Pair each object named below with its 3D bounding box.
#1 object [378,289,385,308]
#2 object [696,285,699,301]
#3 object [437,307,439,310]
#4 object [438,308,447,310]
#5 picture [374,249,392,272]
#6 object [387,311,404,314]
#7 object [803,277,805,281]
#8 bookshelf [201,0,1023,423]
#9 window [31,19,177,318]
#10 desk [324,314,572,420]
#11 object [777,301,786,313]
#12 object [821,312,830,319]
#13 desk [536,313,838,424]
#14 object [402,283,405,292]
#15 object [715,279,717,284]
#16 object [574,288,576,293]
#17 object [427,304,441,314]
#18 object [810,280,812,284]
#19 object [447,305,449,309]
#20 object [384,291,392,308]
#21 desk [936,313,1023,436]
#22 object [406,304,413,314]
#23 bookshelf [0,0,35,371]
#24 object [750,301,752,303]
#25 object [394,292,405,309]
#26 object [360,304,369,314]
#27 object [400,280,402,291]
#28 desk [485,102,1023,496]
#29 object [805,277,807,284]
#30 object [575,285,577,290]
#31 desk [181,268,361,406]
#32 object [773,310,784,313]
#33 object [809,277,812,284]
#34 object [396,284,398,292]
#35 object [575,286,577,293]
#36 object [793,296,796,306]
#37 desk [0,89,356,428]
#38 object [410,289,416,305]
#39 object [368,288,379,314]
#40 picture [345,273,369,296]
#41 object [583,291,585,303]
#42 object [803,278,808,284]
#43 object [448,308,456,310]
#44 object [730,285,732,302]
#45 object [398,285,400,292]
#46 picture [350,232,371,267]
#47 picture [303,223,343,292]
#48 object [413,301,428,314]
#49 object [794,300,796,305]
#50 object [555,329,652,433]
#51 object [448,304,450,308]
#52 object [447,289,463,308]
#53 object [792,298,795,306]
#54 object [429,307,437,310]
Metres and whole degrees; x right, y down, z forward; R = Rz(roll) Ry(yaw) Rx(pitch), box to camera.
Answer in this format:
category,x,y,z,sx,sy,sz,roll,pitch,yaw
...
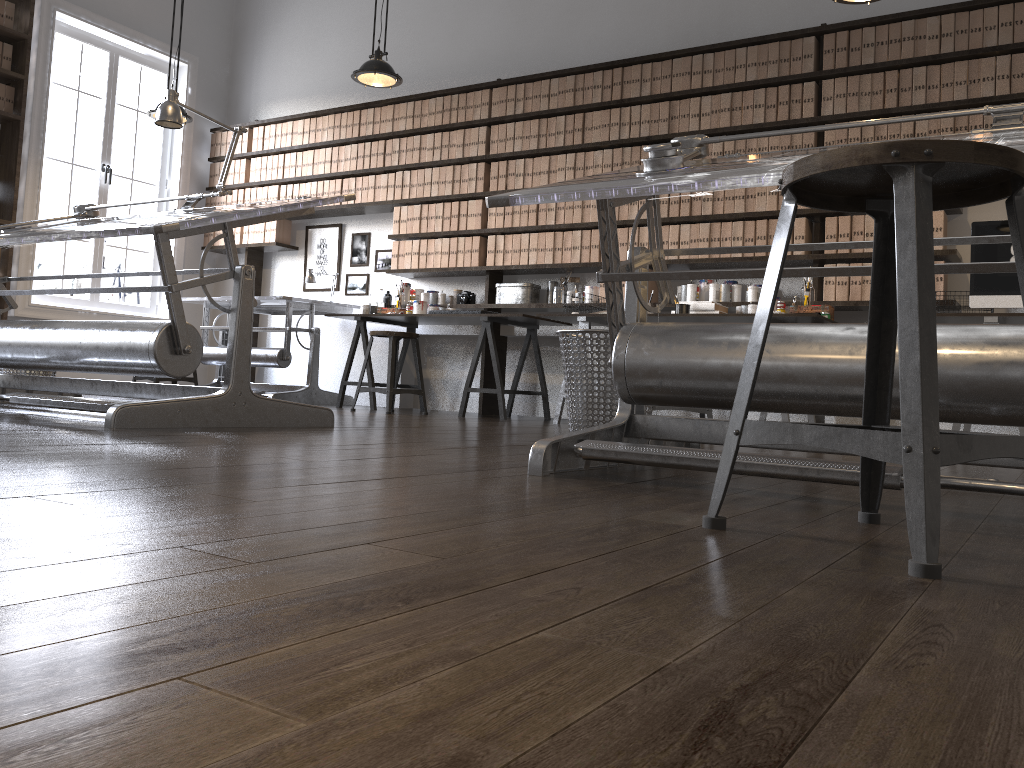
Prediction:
category,x,y,z,sx,sy,sz,roll,pitch,yaw
object,-0.995,-0.601,6.673,0.069,0.238,0.068,1,-4,29
object,1.166,-0.566,5.634,0.045,0.128,0.044,1,-4,32
object,-0.541,-0.508,6.479,0.045,0.101,0.044,1,-3,32
object,-0.505,-0.506,6.434,0.062,0.094,0.063,3,-3,-9
picture,-1.019,-1.007,7.233,0.251,0.184,0.023,2,-3,32
object,-0.847,-0.499,6.357,0.132,0.051,0.197,4,-1,-29
object,1.661,-0.547,5.022,0.055,0.215,0.007,0,-4,39
bookshelf,1.130,-0.593,5.761,9.182,3.217,0.372,3,-3,32
window,-3.421,-1.731,7.416,0.153,2.316,1.241,1,-3,32
desk,-0.486,-0.122,6.175,1.669,0.671,0.654,2,-2,32
object,1.533,-0.414,5.044,0.049,0.112,0.049,1,-4,35
object,1.717,-0.372,4.848,0.049,0.037,0.049,2,-2,36
desk,1.009,-0.050,5.237,1.669,0.671,0.654,2,-2,32
object,-0.823,-0.660,6.587,0.055,0.193,0.006,1,-4,31
object,1.286,-0.585,5.568,0.029,0.169,0.004,5,-4,-36
object,0.439,-0.602,6.042,0.035,0.103,0.004,1,-4,28
object,-0.577,-0.522,6.539,0.095,0.128,0.093,1,-3,36
object,1.682,-0.515,5.007,0.005,0.148,0.033,4,-3,-15
object,-0.483,-0.525,6.505,0.036,0.118,0.005,1,-4,26
object,-0.950,-0.594,6.745,0.069,0.230,0.068,1,-4,29
desk,2.823,0.037,4.100,1.669,0.671,0.654,2,-2,32
object,-0.751,-0.524,6.476,0.049,0.112,0.049,1,-3,29
bookshelf,-4.572,-1.155,5.729,0.413,3.734,2.466,1,-3,32
object,1.439,-0.432,5.306,0.029,0.134,0.004,1,-4,36
object,-0.725,-0.624,6.668,0.344,0.146,0.077,4,-3,-35
object,-1.102,-0.541,6.635,0.068,0.105,0.068,1,-3,37
object,-0.834,-0.667,6.577,0.007,0.215,0.055,4,-4,-23
desk,1.093,-0.436,1.954,2.070,1.391,1.073,2,-2,32
object,1.674,-0.535,5.028,0.006,0.183,0.053,4,-3,-15
object,0.448,-0.613,6.061,0.041,0.125,0.008,2,-4,21
desk,-1.875,-0.408,7.030,1.269,1.101,1.068,2,-2,32
object,1.467,-0.387,4.906,0.197,0.051,0.132,3,-1,3
object,1.675,-0.534,5.009,0.008,0.187,0.071,4,-3,-16
object,-0.842,-0.655,6.593,0.071,0.187,0.008,1,-4,33
object,0.441,-0.606,6.059,0.028,0.127,0.004,1,-4,30
object,1.609,-0.432,5.069,0.033,0.148,0.005,1,-4,31
desk,-1.747,-0.573,3.735,2.281,1.391,1.073,2,-2,32
object,-0.776,-0.671,6.890,0.050,0.140,0.051,1,-4,30
object,-1.033,-0.600,6.613,0.069,0.230,0.068,1,-4,29
picture,-1.290,-0.828,7.385,0.251,0.184,0.023,2,-3,32
object,0.507,-0.586,6.080,0.045,0.101,0.044,1,-4,35
object,1.663,-0.521,5.009,0.038,0.154,0.008,4,-3,-9
object,-0.440,-0.503,6.450,0.062,0.095,0.061,3,-3,-9
object,1.354,-0.556,5.550,0.045,0.128,0.044,6,-4,-40
object,-0.849,-0.652,6.591,0.022,0.180,0.005,5,-4,-35
picture,-1.265,-1.121,7.399,0.201,0.285,0.022,2,-4,31
picture,-1.628,-1.081,7.608,0.415,0.576,0.040,2,-4,32
object,-0.674,-0.534,6.474,0.105,0.142,0.103,2,-3,24
object,1.611,-0.428,5.087,0.040,0.125,0.005,1,-4,28
object,0.302,0.033,2.740,0.352,0.379,0.353,5,-3,-36
object,-0.474,-0.524,6.506,0.029,0.134,0.004,1,-4,27
object,-0.428,-0.633,6.652,0.107,0.162,0.235,3,-1,-2
object,1.599,-0.433,5.069,0.040,0.130,0.005,1,-4,30
object,-0.574,-0.510,6.426,0.062,0.095,0.062,4,-3,-18
